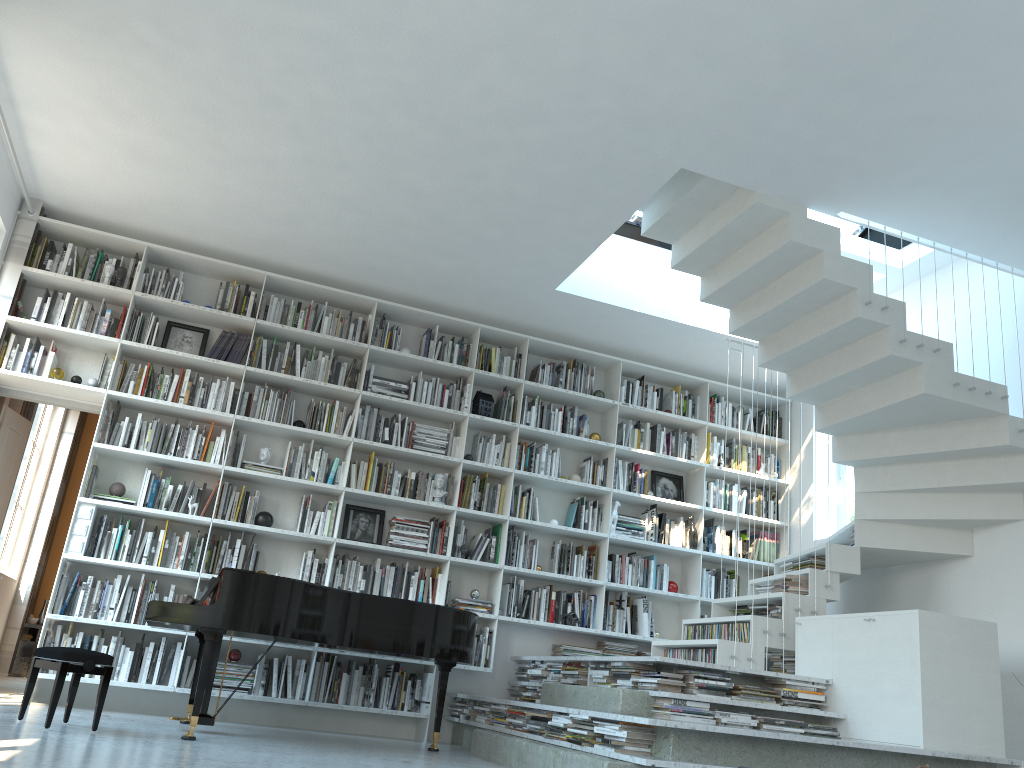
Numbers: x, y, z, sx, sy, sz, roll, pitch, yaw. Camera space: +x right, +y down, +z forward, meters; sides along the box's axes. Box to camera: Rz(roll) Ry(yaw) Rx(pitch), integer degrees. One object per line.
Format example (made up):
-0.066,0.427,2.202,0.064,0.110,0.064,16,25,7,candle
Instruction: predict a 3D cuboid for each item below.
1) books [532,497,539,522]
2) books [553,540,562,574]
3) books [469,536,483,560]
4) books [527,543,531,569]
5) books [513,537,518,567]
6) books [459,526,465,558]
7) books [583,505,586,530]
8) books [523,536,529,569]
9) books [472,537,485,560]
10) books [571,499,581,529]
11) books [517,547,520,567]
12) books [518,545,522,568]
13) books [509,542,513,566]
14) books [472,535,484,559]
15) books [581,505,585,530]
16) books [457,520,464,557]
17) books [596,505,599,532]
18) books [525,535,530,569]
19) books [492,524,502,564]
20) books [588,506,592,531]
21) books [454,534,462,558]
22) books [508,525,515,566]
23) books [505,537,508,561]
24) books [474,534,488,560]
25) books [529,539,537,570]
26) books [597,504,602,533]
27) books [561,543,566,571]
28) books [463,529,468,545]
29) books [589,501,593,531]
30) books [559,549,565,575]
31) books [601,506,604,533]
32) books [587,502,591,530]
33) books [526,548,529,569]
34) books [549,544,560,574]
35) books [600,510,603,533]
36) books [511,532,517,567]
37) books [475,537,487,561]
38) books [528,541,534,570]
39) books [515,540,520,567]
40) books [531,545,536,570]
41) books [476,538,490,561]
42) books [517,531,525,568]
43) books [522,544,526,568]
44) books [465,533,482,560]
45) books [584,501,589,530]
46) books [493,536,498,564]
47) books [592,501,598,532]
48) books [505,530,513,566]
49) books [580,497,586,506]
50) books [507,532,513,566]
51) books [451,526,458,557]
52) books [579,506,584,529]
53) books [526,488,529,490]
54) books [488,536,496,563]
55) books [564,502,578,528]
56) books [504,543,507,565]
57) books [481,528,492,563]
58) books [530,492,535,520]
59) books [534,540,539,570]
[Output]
0.170,1.013,6.989,0.051,0.209,0.177,13,-20,-17,books
0.345,1.379,6.988,0.016,0.288,0.132,13,-20,-17,books
-0.299,1.264,6.743,0.089,0.209,0.176,13,-20,-17,books
0.107,1.355,6.895,0.008,0.222,0.134,13,-20,-17,books
0.000,1.313,6.848,0.013,0.248,0.165,13,-20,-17,books
-0.403,1.219,6.741,0.012,0.265,0.158,13,-20,-17,books
0.550,1.098,7.140,0.007,0.229,0.147,13,-20,-17,books
0.078,1.322,6.876,0.012,0.266,0.183,13,-20,-17,books
-0.280,1.274,6.766,0.090,0.211,0.143,13,-20,-17,books
0.506,1.068,7.120,0.021,0.263,0.174,13,-20,-17,books
0.020,1.333,6.852,0.013,0.217,0.161,13,-20,-17,books
0.032,1.349,6.847,0.013,0.185,0.184,13,-20,-17,books
-0.036,1.330,6.843,0.013,0.203,0.154,13,-20,-17,books
-0.291,1.266,6.769,0.095,0.225,0.144,13,-20,-17,books
0.534,1.094,7.117,0.013,0.218,0.188,13,-20,-17,books
-0.410,1.195,6.735,0.013,0.305,0.141,13,-20,-17,books
0.655,1.113,7.169,0.013,0.244,0.159,13,-20,-17,books
0.092,1.322,6.899,0.006,0.284,0.160,13,-20,-17,books
-0.132,1.246,6.818,0.014,0.323,0.183,13,-20,-17,books
0.597,1.104,7.132,0.012,0.223,0.178,13,-20,-17,books
-0.429,1.240,6.697,0.027,0.191,0.183,13,-20,-17,books
-0.023,1.270,6.876,0.007,0.340,0.150,13,-20,-17,books
-0.070,1.308,6.845,0.011,0.238,0.137,13,-20,-17,books
-0.263,1.263,6.773,0.094,0.237,0.150,13,-20,-17,books
0.149,1.343,6.906,0.014,0.260,0.142,13,-20,-17,books
0.673,1.107,7.158,0.011,0.251,0.169,13,-20,-17,books
0.377,1.395,6.981,0.015,0.261,0.150,13,-20,-17,books
-0.382,1.233,6.745,0.035,0.247,0.141,13,-20,-17,books
0.612,1.089,7.160,0.032,0.273,0.155,13,-20,-17,books
0.365,1.409,6.956,0.016,0.215,0.178,13,-20,-17,books
0.702,1.119,7.172,0.010,0.244,0.159,13,-20,-17,books
0.584,1.087,7.141,0.015,0.258,0.152,13,-20,-17,books
0.095,1.373,6.884,0.013,0.178,0.141,13,-20,-17,books
0.331,1.390,6.966,0.019,0.251,0.130,13,-20,-17,books
0.681,1.134,7.170,0.023,0.211,0.165,13,-20,-17,books
-0.006,1.294,6.849,0.005,0.282,0.159,13,-20,-17,books
-0.264,1.278,6.779,0.090,0.214,0.139,13,-20,-17,books
0.122,1.348,6.892,0.015,0.237,0.177,13,-20,-17,books
0.014,1.323,6.839,0.011,0.225,0.188,13,-20,-17,books
0.135,1.364,6.889,0.014,0.206,0.181,13,-20,-17,books
-0.249,1.284,6.771,0.091,0.204,0.169,13,-20,-17,books
0.051,1.299,6.867,0.014,0.296,0.175,13,-20,-17,books
0.059,1.352,6.873,0.013,0.202,0.167,13,-20,-17,books
-0.313,1.251,6.737,0.095,0.227,0.190,13,-20,-17,books
0.569,1.081,7.136,0.018,0.262,0.165,13,-20,-17,books
-0.154,1.290,6.800,0.021,0.225,0.148,13,-20,-17,books
0.640,1.088,7.147,0.012,0.272,0.184,13,-20,-17,books
-0.049,1.281,6.846,0.018,0.294,0.178,13,-20,-17,books
0.545,1.065,7.147,0.013,0.294,0.154,13,-20,-17,books
-0.038,1.290,6.846,0.006,0.280,0.155,13,-20,-17,books
-0.459,1.211,6.717,0.028,0.252,0.143,13,-20,-17,books
0.525,1.096,7.112,0.006,0.209,0.188,13,-20,-17,books
0.117,0.978,7.047,0.011,0.299,0.089,13,-20,-17,books
-0.174,1.283,6.782,0.029,0.222,0.171,13,-20,-17,books
0.467,1.074,7.111,0.056,0.240,0.154,13,-20,-17,books
-0.082,1.327,6.825,0.015,0.187,0.168,13,-20,-17,books
-0.197,1.255,6.804,0.013,0.284,0.139,13,-20,-17,books
0.136,0.993,7.012,0.007,0.253,0.161,13,-20,-17,books
0.161,1.351,6.909,0.013,0.250,0.173,13,-20,-17,books
